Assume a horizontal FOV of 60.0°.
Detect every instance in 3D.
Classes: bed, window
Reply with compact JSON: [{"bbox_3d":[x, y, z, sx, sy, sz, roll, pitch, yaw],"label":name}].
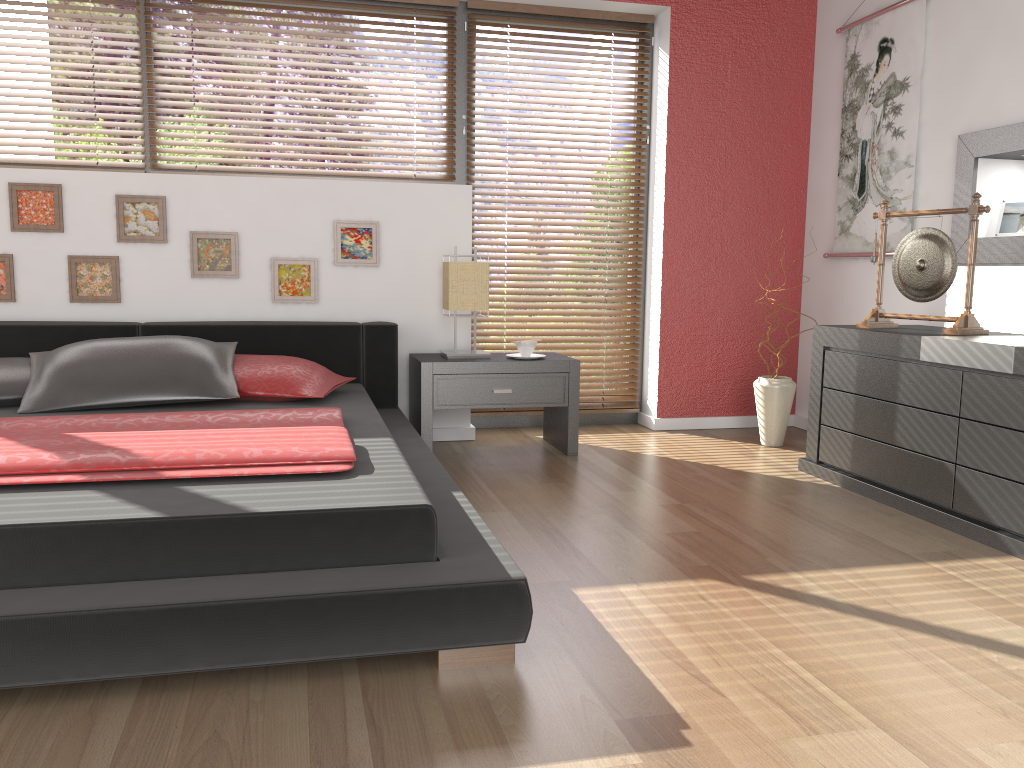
[{"bbox_3d":[-1.437,0.165,2.651,2.469,0.577,2.413,-1,7,-14],"label":"bed"},{"bbox_3d":[0.220,-0.880,4.581,0.889,1.893,0.020,-1,7,-14],"label":"window"},{"bbox_3d":[-1.666,-1.386,4.053,2.817,0.786,0.020,-1,7,-14],"label":"window"}]

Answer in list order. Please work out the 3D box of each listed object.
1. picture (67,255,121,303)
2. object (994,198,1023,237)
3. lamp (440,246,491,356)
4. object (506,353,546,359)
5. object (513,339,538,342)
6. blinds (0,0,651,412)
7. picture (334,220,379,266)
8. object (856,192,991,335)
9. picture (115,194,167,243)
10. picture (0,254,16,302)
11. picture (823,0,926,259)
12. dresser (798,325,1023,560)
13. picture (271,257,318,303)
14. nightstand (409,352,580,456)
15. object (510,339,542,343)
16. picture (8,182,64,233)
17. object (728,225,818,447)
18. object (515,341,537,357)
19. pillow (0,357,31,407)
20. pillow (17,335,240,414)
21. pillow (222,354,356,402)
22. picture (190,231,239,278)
[{"bbox_3d":[-1.780,-0.446,3.780,0.200,0.200,0.010,-1,7,-14],"label":"picture"},{"bbox_3d":[1.964,-0.635,3.375,0.041,0.146,0.226,-4,9,-34],"label":"object"},{"bbox_3d":[-0.208,-0.372,3.962,0.200,0.480,0.200,-1,7,-14],"label":"lamp"},{"bbox_3d":[0.062,-0.122,3.962,0.179,0.012,0.179,2,7,11],"label":"object"},{"bbox_3d":[0.066,-0.193,3.959,0.007,0.007,0.192,7,9,40],"label":"object"},{"bbox_3d":[-1.661,-0.803,4.059,4.840,1.952,0.032,-1,7,-14],"label":"blinds"},{"bbox_3d":[-0.704,-0.637,4.019,0.200,0.200,0.010,-1,7,-14],"label":"picture"},{"bbox_3d":[1.532,-0.446,3.295,0.173,0.498,0.490,-3,8,-29],"label":"object"},{"bbox_3d":[-1.585,-0.705,3.794,0.200,0.200,0.010,-1,7,-14],"label":"picture"},{"bbox_3d":[-2.179,-0.440,3.683,0.200,0.200,0.010,-1,7,-14],"label":"picture"},{"bbox_3d":[1.664,-1.216,4.036,0.028,1.270,0.701,-1,7,-14],"label":"picture"},{"bbox_3d":[1.665,0.161,2.888,0.540,0.608,1.740,-1,7,-14],"label":"dresser"},{"bbox_3d":[-0.974,-0.464,3.975,0.200,0.200,0.010,-1,7,-14],"label":"picture"},{"bbox_3d":[-0.089,0.088,4.009,0.700,0.423,0.413,-1,7,-14],"label":"nightstand"},{"bbox_3d":[0.063,-0.191,3.936,0.192,0.007,0.007,-6,10,-44],"label":"object"},{"bbox_3d":[-1.981,-0.734,3.693,0.200,0.200,0.010,-1,7,-14],"label":"picture"},{"bbox_3d":[1.192,-0.221,4.158,0.422,1.035,0.364,-5,9,-38],"label":"object"},{"bbox_3d":[0.063,-0.155,3.957,0.099,0.069,0.099,2,7,11],"label":"object"},{"bbox_3d":[-1.902,-0.002,3.206,0.745,0.172,0.418,-5,9,-38],"label":"pillow"},{"bbox_3d":[-1.383,-0.051,3.237,0.744,0.241,0.386,-2,8,-18],"label":"pillow"},{"bbox_3d":[-1.029,-0.023,3.473,0.745,0.172,0.418,1,7,5],"label":"pillow"},{"bbox_3d":[-1.302,-0.565,3.882,0.200,0.200,0.010,-1,7,-14],"label":"picture"}]
